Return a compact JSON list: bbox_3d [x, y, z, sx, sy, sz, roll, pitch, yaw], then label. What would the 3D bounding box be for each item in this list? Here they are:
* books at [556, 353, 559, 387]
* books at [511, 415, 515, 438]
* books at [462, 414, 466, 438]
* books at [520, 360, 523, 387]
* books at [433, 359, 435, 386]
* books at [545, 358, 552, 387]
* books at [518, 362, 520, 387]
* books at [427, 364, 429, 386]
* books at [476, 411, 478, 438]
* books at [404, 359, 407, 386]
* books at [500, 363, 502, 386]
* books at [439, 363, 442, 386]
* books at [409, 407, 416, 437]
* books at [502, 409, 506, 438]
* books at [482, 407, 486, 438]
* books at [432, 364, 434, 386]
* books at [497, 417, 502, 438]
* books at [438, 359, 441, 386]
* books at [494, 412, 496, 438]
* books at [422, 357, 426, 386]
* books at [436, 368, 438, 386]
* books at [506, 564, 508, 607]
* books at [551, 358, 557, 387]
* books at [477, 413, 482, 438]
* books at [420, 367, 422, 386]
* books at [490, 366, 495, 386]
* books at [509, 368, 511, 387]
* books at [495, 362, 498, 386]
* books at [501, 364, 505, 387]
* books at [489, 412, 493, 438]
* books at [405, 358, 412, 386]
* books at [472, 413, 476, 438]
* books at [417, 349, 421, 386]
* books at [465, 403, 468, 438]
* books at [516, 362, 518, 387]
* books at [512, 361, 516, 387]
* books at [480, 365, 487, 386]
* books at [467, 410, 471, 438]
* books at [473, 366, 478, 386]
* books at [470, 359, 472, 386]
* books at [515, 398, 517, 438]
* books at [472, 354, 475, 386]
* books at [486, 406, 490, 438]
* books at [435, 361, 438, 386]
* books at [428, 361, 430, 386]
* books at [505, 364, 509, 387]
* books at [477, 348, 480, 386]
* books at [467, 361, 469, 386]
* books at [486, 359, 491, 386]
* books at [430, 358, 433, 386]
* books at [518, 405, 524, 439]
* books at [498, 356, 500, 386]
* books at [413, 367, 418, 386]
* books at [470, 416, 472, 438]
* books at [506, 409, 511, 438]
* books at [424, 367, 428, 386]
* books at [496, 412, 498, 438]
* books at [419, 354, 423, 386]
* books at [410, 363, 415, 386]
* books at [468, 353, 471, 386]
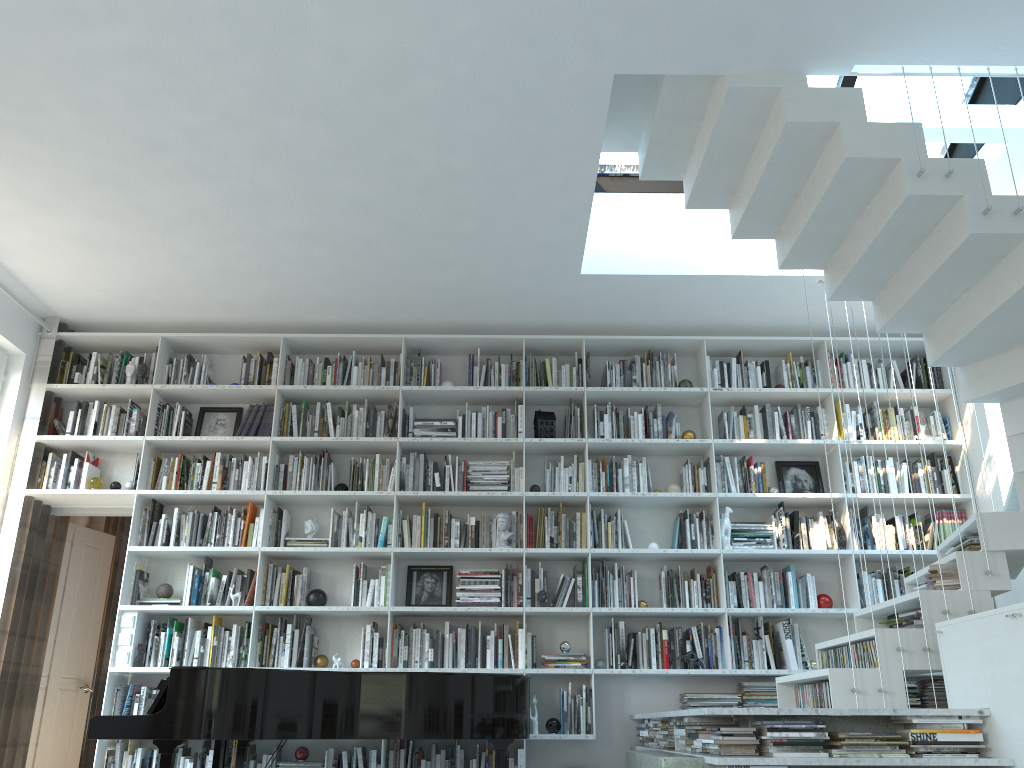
[{"bbox_3d":[0.319,-0.047,6.270,0.010,0.296,0.168,0,-21,0],"label":"books"},{"bbox_3d":[0.004,0.338,6.123,0.029,0.201,0.192,0,-21,0],"label":"books"},{"bbox_3d":[-0.330,0.338,6.154,0.024,0.222,0.129,0,-21,0],"label":"books"},{"bbox_3d":[0.068,-0.023,6.278,0.022,0.256,0.137,0,-21,0],"label":"books"},{"bbox_3d":[-0.544,-0.030,6.263,0.005,0.254,0.169,0,-21,0],"label":"books"},{"bbox_3d":[0.257,-0.028,6.259,0.054,0.253,0.191,0,-21,0],"label":"books"},{"bbox_3d":[0.051,-0.017,6.268,0.014,0.238,0.153,0,-21,0],"label":"books"},{"bbox_3d":[-0.592,-0.011,6.282,0.006,0.232,0.136,0,-21,0],"label":"books"},{"bbox_3d":[-0.242,0.323,6.144,0.012,0.243,0.132,0,-21,0],"label":"books"},{"bbox_3d":[-0.745,-0.026,6.274,0.012,0.253,0.161,0,-21,0],"label":"books"},{"bbox_3d":[-0.080,-0.011,6.256,0.012,0.216,0.180,0,-21,0],"label":"books"},{"bbox_3d":[-0.506,-0.013,6.280,0.004,0.234,0.138,0,-21,0],"label":"books"},{"bbox_3d":[-0.689,0.309,6.118,0.021,0.248,0.192,0,-21,0],"label":"books"},{"bbox_3d":[-0.055,0.316,6.129,0.032,0.247,0.174,0,-21,0],"label":"books"},{"bbox_3d":[-0.193,0.313,6.159,0.029,0.272,0.141,0,-21,0],"label":"books"},{"bbox_3d":[-0.554,-0.013,6.258,0.016,0.218,0.144,0,-21,0],"label":"books"},{"bbox_3d":[-0.085,0.344,6.119,0.029,0.187,0.176,0,-21,0],"label":"books"},{"bbox_3d":[-0.513,-0.029,6.265,0.011,0.255,0.144,0,-21,0],"label":"books"},{"bbox_3d":[-0.117,0.328,6.135,0.010,0.229,0.153,0,-21,0],"label":"books"},{"bbox_3d":[-0.623,-0.037,6.257,0.011,0.264,0.164,0,-21,0],"label":"books"},{"bbox_3d":[-0.524,0.005,6.259,0.010,0.186,0.153,0,-21,0],"label":"books"},{"bbox_3d":[-0.033,1.333,5.784,0.011,0.298,0.131,0,-21,0],"label":"books"},{"bbox_3d":[0.299,-0.030,6.282,0.030,0.273,0.152,0,-21,0],"label":"books"},{"bbox_3d":[-0.222,0.331,6.130,0.028,0.218,0.184,0,-21,0],"label":"books"},{"bbox_3d":[-0.634,0.000,6.272,0.011,0.204,0.146,0,-21,0],"label":"books"},{"bbox_3d":[-0.136,-0.005,6.252,0.033,0.202,0.167,0,-21,0],"label":"books"},{"bbox_3d":[-0.017,0.003,6.274,0.014,0.203,0.135,0,-21,0],"label":"books"},{"bbox_3d":[-0.107,-0.018,6.263,0.023,0.235,0.154,0,-21,0],"label":"books"},{"bbox_3d":[-0.062,-0.010,6.237,0.023,0.201,0.194,0,-21,0],"label":"books"},{"bbox_3d":[-0.145,0.327,6.123,0.023,0.222,0.191,0,-21,0],"label":"books"},{"bbox_3d":[-0.725,-0.032,6.255,0.026,0.252,0.186,0,-21,0],"label":"books"},{"bbox_3d":[-0.262,0.331,6.127,0.027,0.215,0.191,0,-21,0],"label":"books"},{"bbox_3d":[-0.657,-0.066,6.289,0.014,0.339,0.145,0,-21,0],"label":"books"},{"bbox_3d":[-0.312,0.295,6.126,0.011,0.283,0.191,0,-21,0],"label":"books"},{"bbox_3d":[0.037,-0.017,6.277,0.014,0.243,0.145,0,-21,0],"label":"books"},{"bbox_3d":[0.016,-0.020,6.267,0.028,0.243,0.161,0,-21,0],"label":"books"},{"bbox_3d":[-0.205,-0.008,6.255,0.050,0.210,0.173,0,-21,0],"label":"books"},{"bbox_3d":[-0.296,0.322,6.133,0.021,0.236,0.172,0,-21,0],"label":"books"},{"bbox_3d":[-0.255,-0.001,6.270,0.031,0.207,0.147,0,-21,0],"label":"books"},{"bbox_3d":[-0.286,-0.030,6.277,0.011,0.266,0.129,0,-21,0],"label":"books"},{"bbox_3d":[0.025,0.280,6.154,0.012,0.333,0.156,0,-21,0],"label":"books"},{"bbox_3d":[-0.276,-0.046,6.274,0.011,0.295,0.158,0,-21,0],"label":"books"},{"bbox_3d":[-0.167,0.308,6.139,0.023,0.268,0.185,0,-21,0],"label":"books"},{"bbox_3d":[-0.535,-0.021,6.280,0.013,0.248,0.148,0,-21,0],"label":"books"},{"bbox_3d":[-0.582,-0.022,6.273,0.014,0.247,0.140,0,-21,0],"label":"books"},{"bbox_3d":[-0.037,-0.008,6.284,0.026,0.233,0.137,0,-21,0],"label":"books"},{"bbox_3d":[-0.234,-0.066,6.271,0.010,0.330,0.187,0,-21,0],"label":"books"},{"bbox_3d":[-0.311,-0.020,6.274,0.012,0.244,0.151,0,-21,0],"label":"books"},{"bbox_3d":[-0.166,-0.029,6.282,0.028,0.268,0.140,0,-21,0],"label":"books"},{"bbox_3d":[-0.568,-0.032,6.270,0.013,0.263,0.147,0,-21,0],"label":"books"},{"bbox_3d":[0.060,0.302,6.077,0.037,0.236,0.273,0,-21,0],"label":"books"},{"bbox_3d":[-0.090,-0.039,6.255,0.010,0.269,0.180,0,-21,0],"label":"books"},{"bbox_3d":[-0.677,-0.003,6.251,0.026,0.193,0.167,0,-21,0],"label":"books"},{"bbox_3d":[-0.280,0.342,6.138,0.011,0.203,0.134,0,-21,0],"label":"books"},{"bbox_3d":[-0.025,0.315,6.146,0.029,0.260,0.133,0,-21,0],"label":"books"},{"bbox_3d":[-0.606,-0.001,6.257,0.023,0.195,0.173,0,-21,0],"label":"books"},{"bbox_3d":[-0.105,0.325,6.130,0.012,0.229,0.159,0,-21,0],"label":"books"},{"bbox_3d":[-0.645,-0.047,6.276,0.010,0.295,0.153,0,-21,0],"label":"books"},{"bbox_3d":[-0.701,-0.014,6.269,0.023,0.227,0.157,0,-21,0],"label":"books"},{"bbox_3d":[-0.298,-0.048,6.266,0.014,0.291,0.176,0,-21,0],"label":"books"}]
